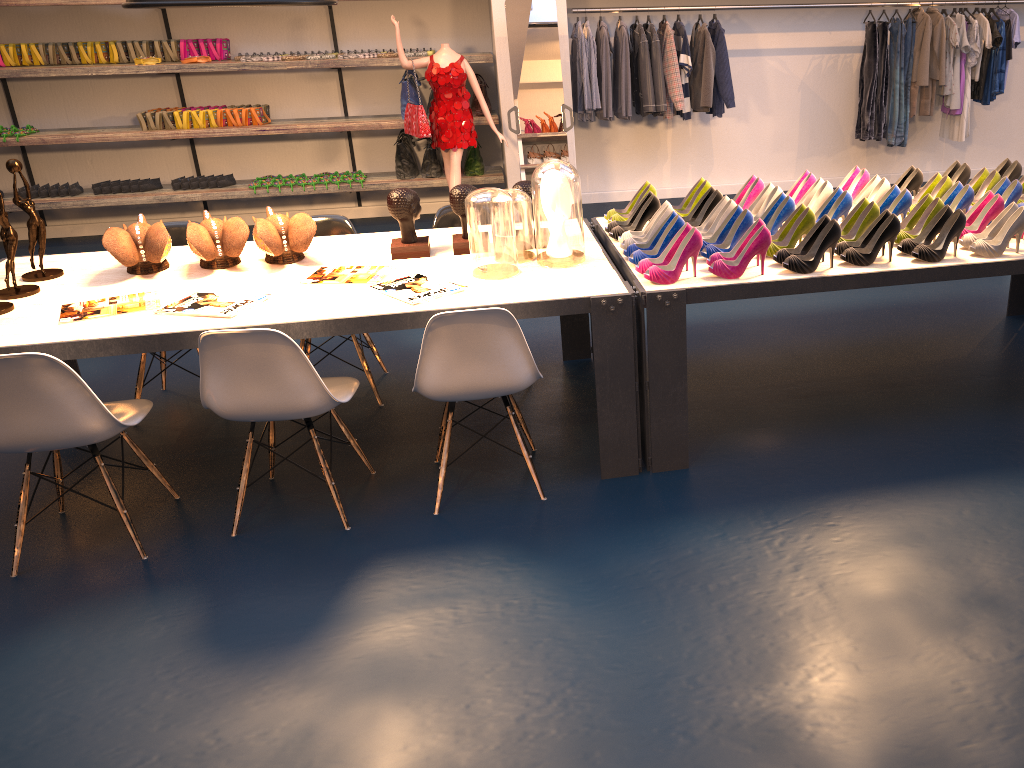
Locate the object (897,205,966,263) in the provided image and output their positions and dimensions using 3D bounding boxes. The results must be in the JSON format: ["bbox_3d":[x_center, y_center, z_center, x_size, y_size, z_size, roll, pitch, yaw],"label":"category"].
[{"bbox_3d":[1.685,-0.608,3.484,0.252,0.191,0.198,-7,23,-11],"label":"object"}]

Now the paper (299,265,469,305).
[{"bbox_3d":[-0.494,-0.395,3.309,0.677,0.014,0.362,13,27,29],"label":"paper"}]

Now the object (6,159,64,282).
[{"bbox_3d":[-1.882,-0.639,3.368,0.151,0.460,0.131,-16,24,-28],"label":"object"}]

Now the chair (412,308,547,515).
[{"bbox_3d":[-0.121,0.020,3.190,0.479,0.786,0.540,-6,22,-6],"label":"chair"}]

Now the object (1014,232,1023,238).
[{"bbox_3d":[2.251,-0.753,3.793,0.246,0.191,0.203,-4,22,-3],"label":"object"}]

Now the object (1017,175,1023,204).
[{"bbox_3d":[2.510,-0.969,4.276,0.249,0.191,0.200,-6,22,-7],"label":"object"}]

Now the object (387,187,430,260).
[{"bbox_3d":[-0.437,-0.681,3.627,0.158,0.280,0.153,-7,22,-7],"label":"object"}]

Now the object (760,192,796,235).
[{"bbox_3d":[1.104,-0.727,3.780,0.249,0.191,0.200,-6,22,-7],"label":"object"}]

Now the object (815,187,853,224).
[{"bbox_3d":[1.383,-0.768,3.863,0.249,0.191,0.200,-6,22,-7],"label":"object"}]

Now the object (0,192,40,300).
[{"bbox_3d":[-1.865,-0.550,3.162,0.130,0.460,0.152,11,26,34],"label":"object"}]

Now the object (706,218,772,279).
[{"bbox_3d":[0.866,-0.522,3.322,0.241,0.191,0.212,-1,22,4],"label":"object"}]

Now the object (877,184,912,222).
[{"bbox_3d":[1.647,-0.784,3.888,0.250,0.191,0.206,-6,22,-7],"label":"object"}]

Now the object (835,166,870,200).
[{"bbox_3d":[1.657,-0.982,4.342,0.251,0.191,0.198,-7,23,-11],"label":"object"}]

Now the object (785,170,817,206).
[{"bbox_3d":[1.371,-0.947,4.274,0.245,0.191,0.204,-3,22,-1],"label":"object"}]

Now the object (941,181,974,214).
[{"bbox_3d":[1.958,-0.812,3.939,0.249,0.191,0.200,-6,22,-7],"label":"object"}]

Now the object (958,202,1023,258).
[{"bbox_3d":[1.960,-0.633,3.530,0.243,0.191,0.205,-2,22,1],"label":"object"}]

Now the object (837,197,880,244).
[{"bbox_3d":[1.412,-0.675,3.649,0.249,0.191,0.200,-6,22,-7],"label":"object"}]

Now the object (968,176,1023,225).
[{"bbox_3d":[2.221,-0.850,4.017,0.251,0.191,0.199,-6,23,-9],"label":"object"}]

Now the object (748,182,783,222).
[{"bbox_3d":[1.115,-0.812,3.976,0.252,0.191,0.198,-7,23,-11],"label":"object"}]

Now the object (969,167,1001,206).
[{"bbox_3d":[2.249,-0.949,4.242,0.252,0.191,0.198,-7,23,-11],"label":"object"}]

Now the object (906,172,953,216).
[{"bbox_3d":[1.965,-0.902,4.145,0.249,0.191,0.200,-6,22,-7],"label":"object"}]

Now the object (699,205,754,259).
[{"bbox_3d":[0.859,-0.621,3.548,0.254,0.191,0.196,-9,23,-15],"label":"object"}]

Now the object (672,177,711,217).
[{"bbox_3d":[0.828,-0.876,4.135,0.249,0.191,0.200,-6,22,-7],"label":"object"}]

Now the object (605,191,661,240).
[{"bbox_3d":[0.535,-0.748,3.853,0.249,0.191,0.200,-6,22,-7],"label":"object"}]

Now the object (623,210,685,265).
[{"bbox_3d":[0.571,-0.586,3.481,0.249,0.191,0.200,-6,22,-7],"label":"object"}]

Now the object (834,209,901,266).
[{"bbox_3d":[1.408,-0.587,3.448,0.244,0.191,0.204,-3,22,0],"label":"object"}]

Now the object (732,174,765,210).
[{"bbox_3d":[1.087,-0.899,4.175,0.249,0.191,0.200,-6,22,-7],"label":"object"}]

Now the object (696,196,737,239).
[{"bbox_3d":[0.845,-0.701,3.732,0.249,0.191,0.200,-6,22,-7],"label":"object"}]

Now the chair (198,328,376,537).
[{"bbox_3d":[-0.794,0.090,3.059,0.468,0.786,0.553,-3,22,2],"label":"chair"}]

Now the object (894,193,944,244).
[{"bbox_3d":[1.705,-0.701,3.697,0.249,0.191,0.200,-6,22,-7],"label":"object"}]

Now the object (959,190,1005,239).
[{"bbox_3d":[1.985,-0.730,3.750,0.244,0.191,0.204,-3,22,0],"label":"object"}]

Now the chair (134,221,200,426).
[{"bbox_3d":[-1.528,-0.291,3.962,0.476,0.786,0.544,-5,22,-4],"label":"chair"}]

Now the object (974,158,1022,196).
[{"bbox_3d":[2.492,-1.059,4.483,0.249,0.191,0.200,-6,22,-7],"label":"object"}]

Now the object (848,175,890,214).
[{"bbox_3d":[1.658,-0.883,4.115,0.249,0.191,0.200,-6,22,-7],"label":"object"}]

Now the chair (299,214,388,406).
[{"bbox_3d":[-0.854,-0.336,4.037,0.479,0.786,0.540,-6,22,-6],"label":"chair"}]

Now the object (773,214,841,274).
[{"bbox_3d":[1.146,-0.548,3.370,0.249,0.191,0.200,-6,22,-7],"label":"object"}]

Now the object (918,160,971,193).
[{"bbox_3d":[2.208,-1.035,4.441,0.249,0.191,0.200,-6,22,-7],"label":"object"}]

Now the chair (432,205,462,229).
[{"bbox_3d":[-0.175,-0.433,4.230,0.486,0.786,0.532,-8,22,-11],"label":"chair"}]

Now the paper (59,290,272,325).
[{"bbox_3d":[-1.242,-0.282,3.082,0.727,0.014,0.338,-2,24,-1],"label":"paper"}]

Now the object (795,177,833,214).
[{"bbox_3d":[1.375,-0.860,4.074,0.249,0.191,0.200,-6,22,-7],"label":"object"}]

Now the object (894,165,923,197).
[{"bbox_3d":[1.920,-0.987,4.341,0.244,0.191,0.205,-2,22,0],"label":"object"}]

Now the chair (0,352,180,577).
[{"bbox_3d":[-1.474,0.178,2.886,0.479,0.786,0.540,-6,22,-6],"label":"chair"}]

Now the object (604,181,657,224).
[{"bbox_3d":[0.556,-0.846,4.078,0.249,0.191,0.200,-6,22,-7],"label":"object"}]

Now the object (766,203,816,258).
[{"bbox_3d":[1.117,-0.634,3.568,0.247,0.191,0.202,-4,22,-4],"label":"object"}]

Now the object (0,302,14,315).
[{"bbox_3d":[-1.853,-0.466,2.971,0.138,0.460,0.143,-3,21,5],"label":"object"}]

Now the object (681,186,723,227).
[{"bbox_3d":[0.829,-0.783,3.920,0.251,0.191,0.199,-6,23,-9],"label":"object"}]

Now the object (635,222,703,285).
[{"bbox_3d":[0.593,-0.498,3.279,0.253,0.191,0.197,-8,23,-13],"label":"object"}]

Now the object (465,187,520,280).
[{"bbox_3d":[-0.078,-0.585,3.331,0.181,0.329,0.194,1,22,11],"label":"object"}]

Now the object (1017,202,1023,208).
[{"bbox_3d":[2.484,-0.871,4.052,0.249,0.191,0.200,-6,22,-7],"label":"object"}]

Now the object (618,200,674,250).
[{"bbox_3d":[0.569,-0.668,3.668,0.245,0.191,0.204,-3,22,-1],"label":"object"}]
